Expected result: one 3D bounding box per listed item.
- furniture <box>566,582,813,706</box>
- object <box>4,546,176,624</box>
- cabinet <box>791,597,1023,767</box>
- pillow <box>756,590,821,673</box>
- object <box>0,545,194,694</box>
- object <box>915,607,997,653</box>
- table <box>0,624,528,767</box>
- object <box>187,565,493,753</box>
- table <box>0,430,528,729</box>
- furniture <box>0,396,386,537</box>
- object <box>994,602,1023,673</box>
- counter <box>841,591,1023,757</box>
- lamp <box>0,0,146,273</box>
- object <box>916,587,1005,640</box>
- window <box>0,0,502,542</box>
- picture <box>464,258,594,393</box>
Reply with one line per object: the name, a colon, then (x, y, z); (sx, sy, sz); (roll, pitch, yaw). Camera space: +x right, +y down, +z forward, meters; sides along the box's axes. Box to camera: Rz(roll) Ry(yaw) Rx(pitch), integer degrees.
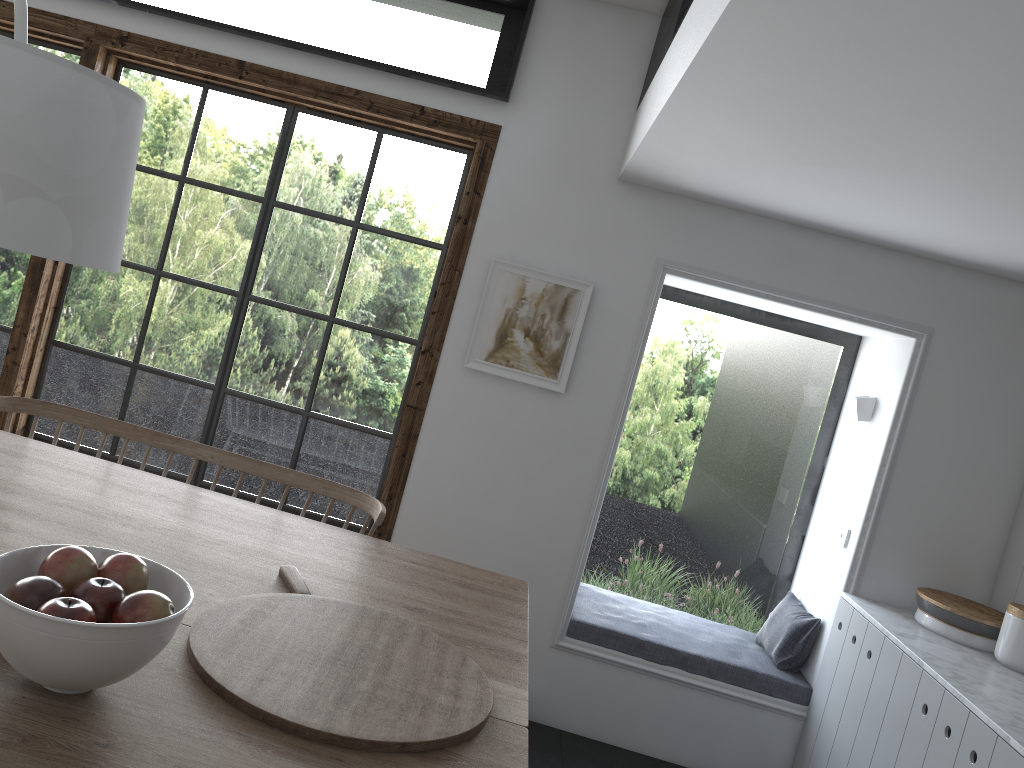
furniture: (0.748, 1.138, 3.990); (1.056, 0.115, 0.594); (15, 4, 3)
object: (-0.683, 0.370, 1.402); (0.229, 0.167, 0.260); (12, 4, -37)
cabinet: (1.199, 1.453, 0.597); (0.010, 0.746, 6.111); (15, 4, 0)
pillow: (1.233, 1.113, 3.928); (0.182, 0.293, 0.402); (15, 3, 1)
object: (-0.684, 0.392, 1.403); (0.315, 0.164, 0.315); (15, 4, -1)
object: (1.730, 0.942, 3.399); (0.337, 0.055, 0.315); (19, 5, 41)
table: (-1.063, 0.774, 1.282); (2.052, 0.749, 0.933); (15, 3, 3)
object: (-0.362, 0.528, 1.734); (0.695, 0.023, 0.582); (17, 5, 24)
table: (-1.045, 0.707, 2.215); (2.052, 0.749, 0.933); (15, 3, 3)
furniture: (-1.151, 0.609, 2.722); (1.367, 0.810, 0.542); (15, 3, 3)
object: (1.808, 0.903, 3.115); (0.150, 0.212, 0.159); (13, 3, -30)
counter: (1.576, 1.155, 0.565); (0.581, 0.020, 6.114); (15, 4, 0)
lamp: (-2.938, -0.501, 2.793); (5.375, 2.022, 0.847); (17, 3, 28)
object: (1.745, 0.886, 3.397); (0.348, 0.066, 0.372); (12, 5, -38)
window: (-2.947, -0.712, 4.010); (5.430, 2.255, 0.160); (15, 2, 4)
picture: (0.069, -0.245, 3.699); (0.437, 0.470, 0.029); (15, 2, 4)
